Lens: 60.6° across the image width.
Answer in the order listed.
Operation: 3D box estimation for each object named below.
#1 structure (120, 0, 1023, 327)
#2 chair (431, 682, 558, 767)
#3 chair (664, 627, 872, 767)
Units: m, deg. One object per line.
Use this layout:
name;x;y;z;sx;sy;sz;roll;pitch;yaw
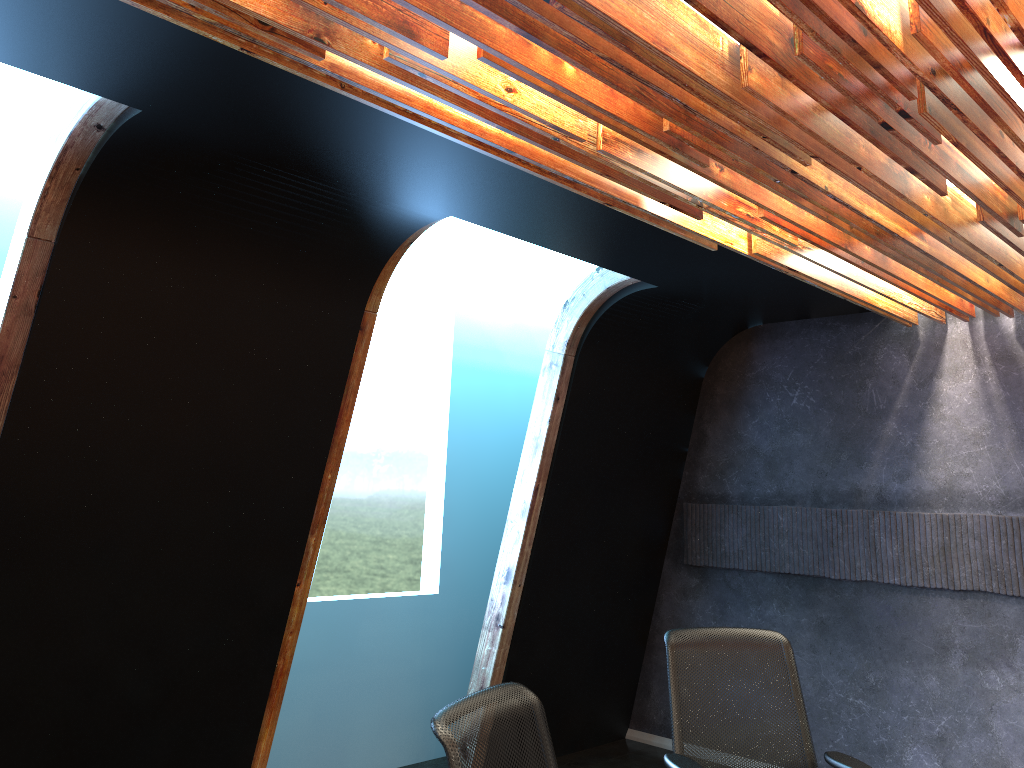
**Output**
structure;0.233;0.095;0.054;4.474;3.075;11.311;-7;-12;44
chair;0.236;1.413;1.975;0.794;1.272;0.793;-3;-14;23
chair;0.948;1.604;3.207;0.816;1.272;0.771;5;-13;-11
